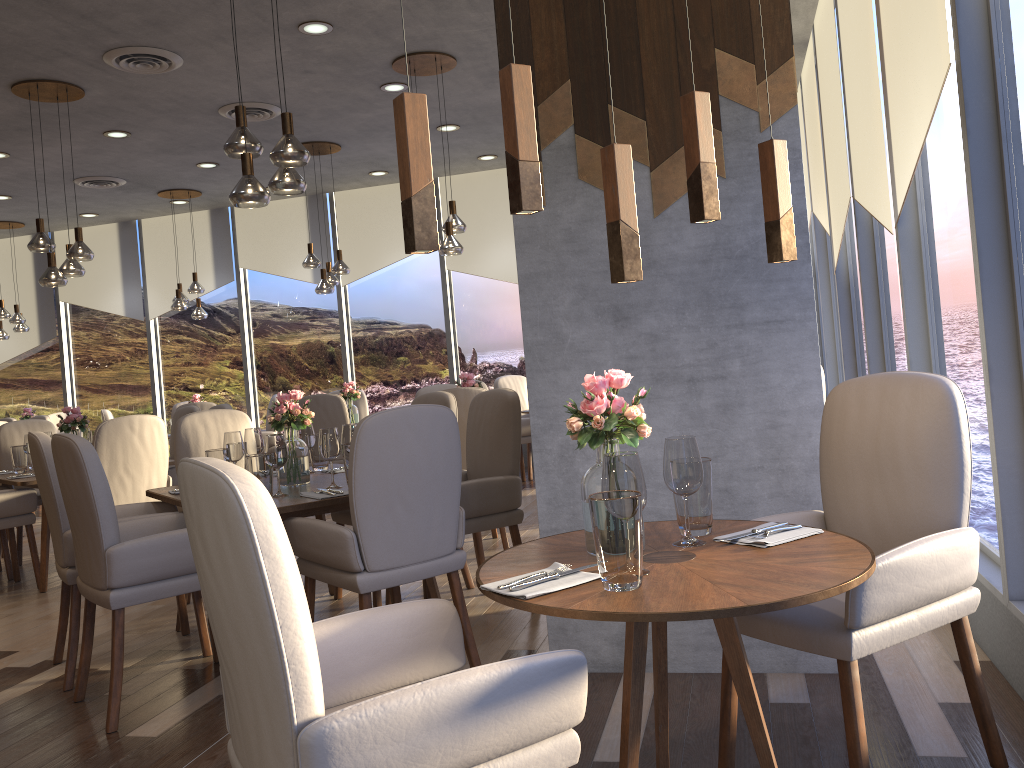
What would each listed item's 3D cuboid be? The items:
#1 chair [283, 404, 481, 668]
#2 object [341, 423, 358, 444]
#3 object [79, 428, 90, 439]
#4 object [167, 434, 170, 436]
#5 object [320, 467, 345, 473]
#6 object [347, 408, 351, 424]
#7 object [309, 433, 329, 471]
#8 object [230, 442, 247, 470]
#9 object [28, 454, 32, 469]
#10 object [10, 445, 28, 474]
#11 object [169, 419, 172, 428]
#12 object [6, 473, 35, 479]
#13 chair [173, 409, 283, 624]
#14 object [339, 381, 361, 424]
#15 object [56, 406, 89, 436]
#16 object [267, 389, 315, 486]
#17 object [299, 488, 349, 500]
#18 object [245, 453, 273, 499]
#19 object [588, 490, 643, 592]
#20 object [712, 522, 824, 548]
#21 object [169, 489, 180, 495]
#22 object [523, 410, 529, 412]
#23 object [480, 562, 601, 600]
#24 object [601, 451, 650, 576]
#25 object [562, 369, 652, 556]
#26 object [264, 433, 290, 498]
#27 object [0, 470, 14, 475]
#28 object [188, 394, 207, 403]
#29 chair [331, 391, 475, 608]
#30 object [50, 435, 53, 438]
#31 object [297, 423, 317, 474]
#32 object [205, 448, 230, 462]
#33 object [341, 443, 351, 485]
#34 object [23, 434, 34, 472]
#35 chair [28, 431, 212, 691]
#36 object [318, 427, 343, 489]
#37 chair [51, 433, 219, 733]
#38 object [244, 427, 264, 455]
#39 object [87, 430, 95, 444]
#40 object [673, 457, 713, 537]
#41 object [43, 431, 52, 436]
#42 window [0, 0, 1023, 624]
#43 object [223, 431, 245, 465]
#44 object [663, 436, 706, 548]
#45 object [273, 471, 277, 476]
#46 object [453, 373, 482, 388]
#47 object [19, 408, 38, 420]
[{"bbox_3d":[-0.471,0.578,3.205,0.529,1.000,0.599,-5,0,-38],"label":"chair"},{"bbox_3d":[-0.677,0.292,3.776,0.092,0.244,0.092,-5,0,-8],"label":"object"},{"bbox_3d":[-3.018,0.434,6.272,0.092,0.244,0.092,-5,0,27],"label":"object"},{"bbox_3d":[-3.556,0.530,9.235,0.255,0.019,0.157,-5,1,-21],"label":"object"},{"bbox_3d":[-0.813,0.406,4.253,0.255,0.019,0.157,-6,1,-33],"label":"object"},{"bbox_3d":[-1.453,0.306,7.724,0.102,0.178,0.102,-5,0,35],"label":"object"},{"bbox_3d":[-0.948,0.335,4.359,0.102,0.178,0.102,-5,0,-27],"label":"object"},{"bbox_3d":[-1.302,0.369,4.190,0.102,0.178,0.102,-5,0,-5],"label":"object"},{"bbox_3d":[-3.318,0.495,6.154,0.102,0.178,0.102,-5,0,-34],"label":"object"},{"bbox_3d":[-3.233,0.495,5.823,0.102,0.178,0.102,-5,0,-25],"label":"object"},{"bbox_3d":[-3.460,0.445,9.106,0.102,0.178,0.102,-5,0,-25],"label":"object"},{"bbox_3d":[-2.978,0.561,5.490,0.255,0.019,0.157,-6,2,-41],"label":"object"},{"bbox_3d":[-1.436,0.629,4.546,0.529,1.000,0.599,-5,0,-32],"label":"chair"},{"bbox_3d":[-1.447,0.182,7.946,0.210,0.416,0.197,-5,0,-13],"label":"object"},{"bbox_3d":[-2.918,0.352,5.910,0.210,0.416,0.197,-5,0,-28],"label":"object"},{"bbox_3d":[-0.957,0.232,3.851,0.210,0.416,0.198,-5,0,-8],"label":"object"},{"bbox_3d":[-0.719,0.417,3.422,0.157,0.019,0.255,-6,2,-36],"label":"object"},{"bbox_3d":[-0.957,0.358,3.372,0.102,0.178,0.102,-5,0,-6],"label":"object"},{"bbox_3d":[0.204,0.300,1.698,0.102,0.178,0.102,-5,0,-1],"label":"object"},{"bbox_3d":[0.570,0.342,2.025,0.255,0.019,0.157,-6,1,-33],"label":"object"},{"bbox_3d":[-1.393,0.462,3.957,0.255,0.019,0.157,-6,1,-32],"label":"object"},{"bbox_3d":[0.243,0.234,8.122,0.255,0.019,0.157,-6,1,-30],"label":"object"},{"bbox_3d":[0.076,0.389,1.793,0.255,0.019,0.157,-6,2,-37],"label":"object"},{"bbox_3d":[0.232,0.263,1.803,0.092,0.244,0.092,-5,0,5],"label":"object"},{"bbox_3d":[0.225,0.173,2.006,0.210,0.416,0.198,-5,0,-8],"label":"object"},{"bbox_3d":[-0.920,0.319,3.475,0.092,0.244,0.092,-5,0,10],"label":"object"},{"bbox_3d":[-3.369,0.585,5.908,0.255,0.019,0.157,-6,2,-41],"label":"object"},{"bbox_3d":[-3.305,0.308,9.317,0.198,0.416,0.210,-5,0,12],"label":"object"},{"bbox_3d":[-0.571,0.558,4.483,0.600,1.000,0.527,-5,0,-38],"label":"chair"},{"bbox_3d":[-2.824,0.435,5.512,0.092,0.244,0.092,-5,0,1],"label":"object"},{"bbox_3d":[-0.988,0.308,4.257,0.092,0.244,0.092,-5,0,14],"label":"object"},{"bbox_3d":[-1.273,0.374,3.850,0.102,0.178,0.102,-5,0,4],"label":"object"},{"bbox_3d":[-0.626,0.326,3.556,0.102,0.178,0.102,-5,0,-40],"label":"object"},{"bbox_3d":[-3.214,0.458,5.931,0.092,0.244,0.092,-5,0,6],"label":"object"},{"bbox_3d":[-1.658,0.666,3.728,0.600,1.000,0.527,-5,0,-32],"label":"chair"},{"bbox_3d":[-0.733,0.301,3.589,0.092,0.244,0.092,-5,0,35],"label":"object"},{"bbox_3d":[-1.320,0.648,3.271,0.600,1.000,0.527,-5,0,-40],"label":"chair"},{"bbox_3d":[-1.204,0.328,4.149,0.092,0.244,0.092,-5,0,17],"label":"object"},{"bbox_3d":[-2.658,0.418,5.656,0.092,0.244,0.092,-5,0,-20],"label":"object"},{"bbox_3d":[0.435,0.271,2.131,0.102,0.178,0.102,-5,0,-27],"label":"object"},{"bbox_3d":[-3.214,0.454,6.131,0.092,0.244,0.092,-5,0,30],"label":"object"},{"bbox_3d":[-0.463,-0.854,6.748,8.070,3.200,16.102,-5,1,-31],"label":"window"},{"bbox_3d":[-1.237,0.336,3.952,0.092,0.244,0.092,-5,0,10],"label":"object"},{"bbox_3d":[0.396,0.244,2.029,0.092,0.244,0.092,-5,0,37],"label":"object"},{"bbox_3d":[-1.185,0.436,4.314,0.157,0.019,0.255,-6,1,-31],"label":"object"},{"bbox_3d":[-0.291,0.127,6.065,0.210,0.416,0.197,-5,0,-28],"label":"object"},{"bbox_3d":[-5.598,0.481,10.272,0.210,0.416,0.198,-5,0,37],"label":"object"}]
